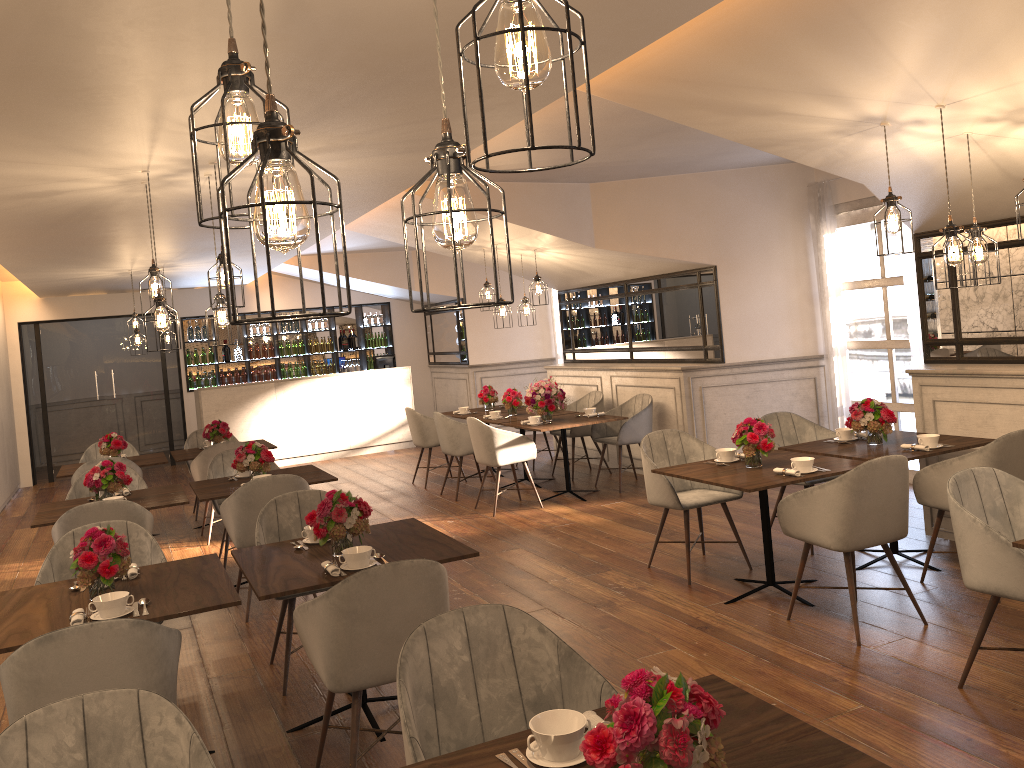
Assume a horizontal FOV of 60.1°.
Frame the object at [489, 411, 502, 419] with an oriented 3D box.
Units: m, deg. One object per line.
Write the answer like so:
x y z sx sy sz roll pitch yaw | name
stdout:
-0.170 0.317 9.050 0.148 0.072 0.149 -4 3 18 | object

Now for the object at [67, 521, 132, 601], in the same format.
-1.633 0.696 3.500 0.234 0.301 0.305 -6 2 -22 | object

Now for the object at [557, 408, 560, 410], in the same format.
0.417 0.269 9.228 0.176 0.039 0.056 -7 3 -24 | object

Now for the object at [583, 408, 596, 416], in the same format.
0.749 0.271 8.481 0.148 0.072 0.149 -4 3 18 | object

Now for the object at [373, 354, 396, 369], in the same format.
-1.876 -0.269 13.190 0.129 0.328 0.410 -4 2 44 | object

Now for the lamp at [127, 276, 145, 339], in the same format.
-4.434 -1.555 10.238 0.175 2.070 0.175 -5 0 -22 | lamp

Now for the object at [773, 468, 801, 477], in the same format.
1.464 0.468 4.716 0.056 0.039 0.175 -6 4 -24 | object

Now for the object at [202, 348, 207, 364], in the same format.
-4.745 -0.434 13.651 0.065 0.261 0.065 -5 1 45 | object

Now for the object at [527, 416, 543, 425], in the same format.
0.211 0.338 8.199 0.148 0.072 0.149 -4 3 18 | object

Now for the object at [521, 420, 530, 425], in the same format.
0.165 0.352 8.303 0.176 0.039 0.056 -7 3 -24 | object

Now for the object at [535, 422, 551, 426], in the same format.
0.277 0.367 8.104 0.198 0.015 0.043 -7 4 -28 | object

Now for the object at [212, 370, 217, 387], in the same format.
-4.611 -0.085 13.698 0.065 0.261 0.065 -5 1 45 | object

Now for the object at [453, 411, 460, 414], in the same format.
-0.581 0.312 9.971 0.176 0.039 0.056 -7 3 -24 | object

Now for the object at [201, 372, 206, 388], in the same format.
-4.173 -0.054 11.980 0.065 0.208 0.065 -6 1 -33 | object

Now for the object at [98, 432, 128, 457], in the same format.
-3.658 0.577 8.142 0.304 0.301 0.235 -3 2 41 | object

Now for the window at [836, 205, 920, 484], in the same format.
3.987 -0.344 6.654 0.496 2.387 14.508 -5 3 -28 | window

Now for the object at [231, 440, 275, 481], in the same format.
-1.807 0.535 6.215 0.305 0.301 0.235 -5 2 9 | object

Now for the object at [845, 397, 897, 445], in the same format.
2.216 0.219 5.451 0.304 0.301 0.235 -3 2 41 | object

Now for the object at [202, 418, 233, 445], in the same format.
-2.849 0.480 8.514 0.304 0.301 0.235 -4 2 23 | object

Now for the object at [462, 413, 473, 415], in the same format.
-0.477 0.331 9.807 0.211 0.004 0.022 -7 4 -24 | object

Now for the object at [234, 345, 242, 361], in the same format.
-4.286 -0.497 13.855 0.108 0.281 0.108 -5 1 22 | object

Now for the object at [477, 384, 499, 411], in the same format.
-0.276 0.146 10.006 0.234 0.301 0.306 -4 2 23 | object

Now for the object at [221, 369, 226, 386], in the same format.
-4.490 -0.099 13.753 0.065 0.261 0.065 -5 1 45 | object

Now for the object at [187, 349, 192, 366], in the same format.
-4.945 -0.410 13.560 0.065 0.261 0.065 -5 1 45 | object

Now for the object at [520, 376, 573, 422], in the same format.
0.315 0.138 8.390 0.421 0.425 0.405 -7 2 -36 | object

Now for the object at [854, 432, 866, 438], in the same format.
2.248 0.330 5.737 0.056 0.039 0.175 -6 4 -24 | object

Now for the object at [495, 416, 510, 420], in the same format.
-0.104 0.346 8.955 0.198 0.015 0.043 -7 4 -28 | object

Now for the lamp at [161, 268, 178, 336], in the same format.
-3.922 -1.579 9.887 0.175 2.070 0.175 -5 0 -22 | lamp

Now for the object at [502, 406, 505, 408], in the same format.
-0.058 0.258 10.244 0.198 0.015 0.043 -7 4 -28 | object

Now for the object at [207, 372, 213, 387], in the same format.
-4.097 -0.064 12.019 0.065 0.207 0.145 -6 1 -33 | object

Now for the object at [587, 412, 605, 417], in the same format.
0.797 0.290 8.377 0.176 0.039 0.056 -7 3 -24 | object

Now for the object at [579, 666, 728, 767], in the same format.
0.256 0.648 1.601 0.234 0.301 0.306 -4 3 44 | object

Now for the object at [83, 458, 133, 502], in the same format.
-2.681 0.637 5.852 0.305 0.301 0.234 -5 2 -2 | object

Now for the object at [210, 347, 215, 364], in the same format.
-4.644 -0.446 13.696 0.065 0.261 0.065 -5 1 45 | object

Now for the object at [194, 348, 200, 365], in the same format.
-4.845 -0.422 13.606 0.065 0.261 0.065 -5 1 45 | object

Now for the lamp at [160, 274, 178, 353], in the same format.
-4.038 -1.394 10.188 0.175 2.070 0.175 -5 0 -22 | lamp

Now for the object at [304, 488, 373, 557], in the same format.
-0.756 0.593 3.863 0.234 0.301 0.306 -4 3 44 | object

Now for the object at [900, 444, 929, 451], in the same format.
2.322 0.365 5.102 0.056 0.039 0.175 -6 4 -24 | object

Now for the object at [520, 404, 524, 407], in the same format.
0.051 0.249 10.045 0.176 0.039 0.056 -7 3 -24 | object

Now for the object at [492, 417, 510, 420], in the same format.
-0.111 0.350 8.989 0.211 0.004 0.022 -7 4 -24 | object

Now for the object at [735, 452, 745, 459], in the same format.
1.390 0.433 5.350 0.056 0.039 0.175 -6 4 -24 | object

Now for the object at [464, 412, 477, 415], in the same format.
-0.469 0.326 9.772 0.198 0.015 0.043 -7 4 -28 | object

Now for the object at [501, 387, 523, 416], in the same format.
-0.008 0.175 9.231 0.234 0.301 0.305 -5 2 -5 | object

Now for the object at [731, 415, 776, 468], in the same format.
1.368 0.322 5.056 0.234 0.301 0.305 -5 2 -5 | object

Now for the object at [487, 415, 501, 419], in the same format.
-0.192 0.338 9.126 0.193 0.024 0.025 -7 3 -24 | object

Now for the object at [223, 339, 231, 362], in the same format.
-4.443 -0.519 13.792 0.104 0.359 0.104 -5 1 38 | object

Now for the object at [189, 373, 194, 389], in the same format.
-4.913 -0.049 13.563 0.065 0.261 0.065 -5 1 45 | object

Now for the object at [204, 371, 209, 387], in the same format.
-4.712 -0.073 13.653 0.065 0.261 0.065 -5 1 45 | object

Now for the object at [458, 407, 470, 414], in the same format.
-0.535 0.297 9.867 0.148 0.072 0.149 -4 3 18 | object

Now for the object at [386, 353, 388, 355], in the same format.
-2.084 -0.389 14.837 0.065 0.261 0.065 -5 1 45 | object

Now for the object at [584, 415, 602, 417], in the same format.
0.775 0.297 8.404 0.193 0.024 0.025 -7 3 -24 | object

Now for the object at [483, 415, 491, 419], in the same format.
-0.215 0.332 9.154 0.176 0.039 0.056 -7 3 -24 | object

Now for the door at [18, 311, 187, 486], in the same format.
-6.006 0.172 13.116 2.110 2.333 0.273 -6 1 -24 | door

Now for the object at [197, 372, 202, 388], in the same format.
-4.812 -0.061 13.608 0.065 0.261 0.065 -5 1 45 | object

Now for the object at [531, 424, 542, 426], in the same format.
0.269 0.371 8.139 0.211 0.004 0.022 -7 4 -24 | object
